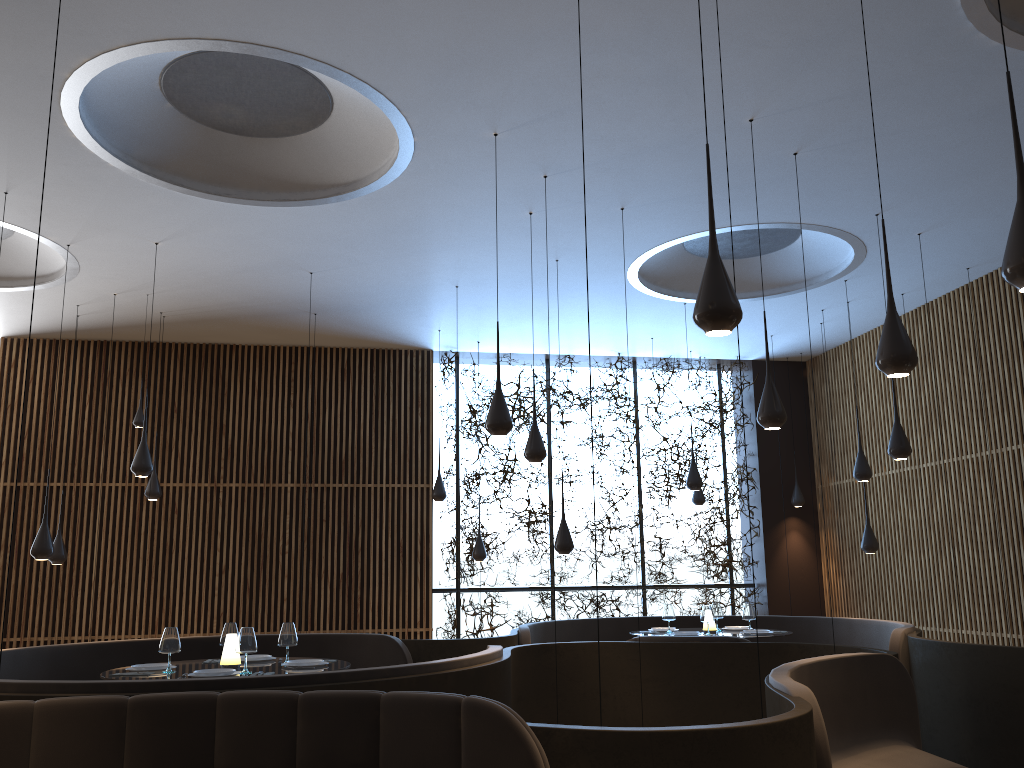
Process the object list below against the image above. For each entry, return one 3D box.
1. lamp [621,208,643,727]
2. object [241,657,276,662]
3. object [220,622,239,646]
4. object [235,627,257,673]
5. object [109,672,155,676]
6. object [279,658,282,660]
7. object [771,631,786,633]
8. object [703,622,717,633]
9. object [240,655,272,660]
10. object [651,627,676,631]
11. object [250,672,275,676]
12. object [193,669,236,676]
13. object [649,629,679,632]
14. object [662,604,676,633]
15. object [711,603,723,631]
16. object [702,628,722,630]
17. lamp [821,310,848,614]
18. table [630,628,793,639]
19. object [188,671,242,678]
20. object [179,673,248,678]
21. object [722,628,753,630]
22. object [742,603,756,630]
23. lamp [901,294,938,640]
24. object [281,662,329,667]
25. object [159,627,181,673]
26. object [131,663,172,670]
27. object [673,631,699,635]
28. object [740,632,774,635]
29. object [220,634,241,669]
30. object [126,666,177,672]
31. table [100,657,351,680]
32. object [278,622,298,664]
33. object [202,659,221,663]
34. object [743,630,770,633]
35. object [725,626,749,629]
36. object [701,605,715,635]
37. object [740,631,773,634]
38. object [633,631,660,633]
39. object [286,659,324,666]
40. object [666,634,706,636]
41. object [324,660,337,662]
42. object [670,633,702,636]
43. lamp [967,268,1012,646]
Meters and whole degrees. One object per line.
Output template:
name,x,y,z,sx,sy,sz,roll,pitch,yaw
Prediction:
lamp,1.015,1.527,7.213,0.196,6.245,0.196,-6,-12,25
object,-1.974,2.107,6.782,0.332,0.014,0.333,0,-12,-2
object,-2.107,1.934,6.618,0.142,0.294,0.142,10,-15,-42
object,-1.779,1.780,5.934,0.142,0.294,0.142,8,-14,-38
object,-2.516,1.924,5.873,0.262,0.017,0.127,0,-12,-3
object,-1.970,2.109,6.783,0.411,0.012,0.205,2,-13,-12
object,2.721,2.579,9.221,0.127,0.017,0.262,11,-17,-43
object,2.081,2.502,9.356,0.144,0.231,0.143,6,-13,-29
object,-1.975,2.098,6.784,0.264,0.029,0.264,11,-17,-42
object,1.646,2.667,9.633,0.263,0.029,0.264,-7,-14,25
object,-1.619,1.881,5.731,0.126,0.017,0.263,0,-12,-4
object,-1.921,1.868,5.730,0.263,0.029,0.264,-2,-12,5
object,1.647,2.676,9.631,0.332,0.014,0.333,2,-13,-12
object,1.668,2.493,9.429,0.142,0.294,0.142,2,-12,-15
object,2.234,2.539,9.678,0.142,0.294,0.142,1,-11,-10
object,2.232,2.731,9.886,0.127,0.017,0.263,-10,-15,35
lamp,3.860,2.159,10.302,0.196,6.245,0.197,-2,-11,5
table,2.090,3.116,9.238,1.676,1.019,1.677,-11,-16,40
object,-1.921,1.877,5.728,0.332,0.014,0.333,-1,-12,-1
object,-1.926,1.878,5.726,0.410,0.012,0.205,1,-12,-8
object,2.465,2.679,9.698,0.332,0.014,0.333,2,-13,-12
object,2.483,2.449,9.282,0.142,0.294,0.142,-8,-13,32
lamp,4.586,2.022,9.720,0.196,6.245,0.197,-2,-11,5
object,-1.476,2.001,6.324,0.332,0.014,0.333,-2,-12,7
object,-2.334,1.814,6.051,0.142,0.294,0.142,-10,-15,40
object,-2.512,1.972,6.173,0.263,0.029,0.264,-2,-12,4
object,1.750,2.508,8.909,0.263,0.029,0.264,0,-12,-5
object,2.490,2.533,9.024,0.205,0.012,0.412,-11,-16,40
object,-1.990,1.890,6.282,0.144,0.231,0.143,-2,-11,5
object,-2.511,1.982,6.171,0.332,0.014,0.333,8,-15,-34
table,-1.982,2.504,6.164,1.672,1.019,1.681,-1,-12,0
object,-1.647,1.904,6.508,0.142,0.294,0.142,-3,-11,11
object,-2.276,2.113,6.755,0.126,0.017,0.263,1,-12,-8
object,2.492,2.524,9.029,0.263,0.029,0.264,4,-13,-21
object,2.465,2.670,9.700,0.263,0.029,0.264,3,-13,-18
object,1.980,2.387,8.963,0.142,0.294,0.142,3,-12,-17
object,2.493,2.533,9.028,0.332,0.014,0.333,5,-14,-24
object,1.431,2.641,9.420,0.262,0.017,0.127,-12,-16,41
object,-1.476,1.991,6.326,0.263,0.029,0.264,2,-13,-14
object,1.746,2.519,8.910,0.411,0.012,0.205,-10,-15,35
object,-1.451,2.072,6.619,0.262,0.017,0.127,-1,-12,1
object,1.750,2.517,8.908,0.332,0.014,0.333,5,-13,-23
lamp,4.912,1.834,8.880,0.196,6.245,0.197,-4,-11,15
